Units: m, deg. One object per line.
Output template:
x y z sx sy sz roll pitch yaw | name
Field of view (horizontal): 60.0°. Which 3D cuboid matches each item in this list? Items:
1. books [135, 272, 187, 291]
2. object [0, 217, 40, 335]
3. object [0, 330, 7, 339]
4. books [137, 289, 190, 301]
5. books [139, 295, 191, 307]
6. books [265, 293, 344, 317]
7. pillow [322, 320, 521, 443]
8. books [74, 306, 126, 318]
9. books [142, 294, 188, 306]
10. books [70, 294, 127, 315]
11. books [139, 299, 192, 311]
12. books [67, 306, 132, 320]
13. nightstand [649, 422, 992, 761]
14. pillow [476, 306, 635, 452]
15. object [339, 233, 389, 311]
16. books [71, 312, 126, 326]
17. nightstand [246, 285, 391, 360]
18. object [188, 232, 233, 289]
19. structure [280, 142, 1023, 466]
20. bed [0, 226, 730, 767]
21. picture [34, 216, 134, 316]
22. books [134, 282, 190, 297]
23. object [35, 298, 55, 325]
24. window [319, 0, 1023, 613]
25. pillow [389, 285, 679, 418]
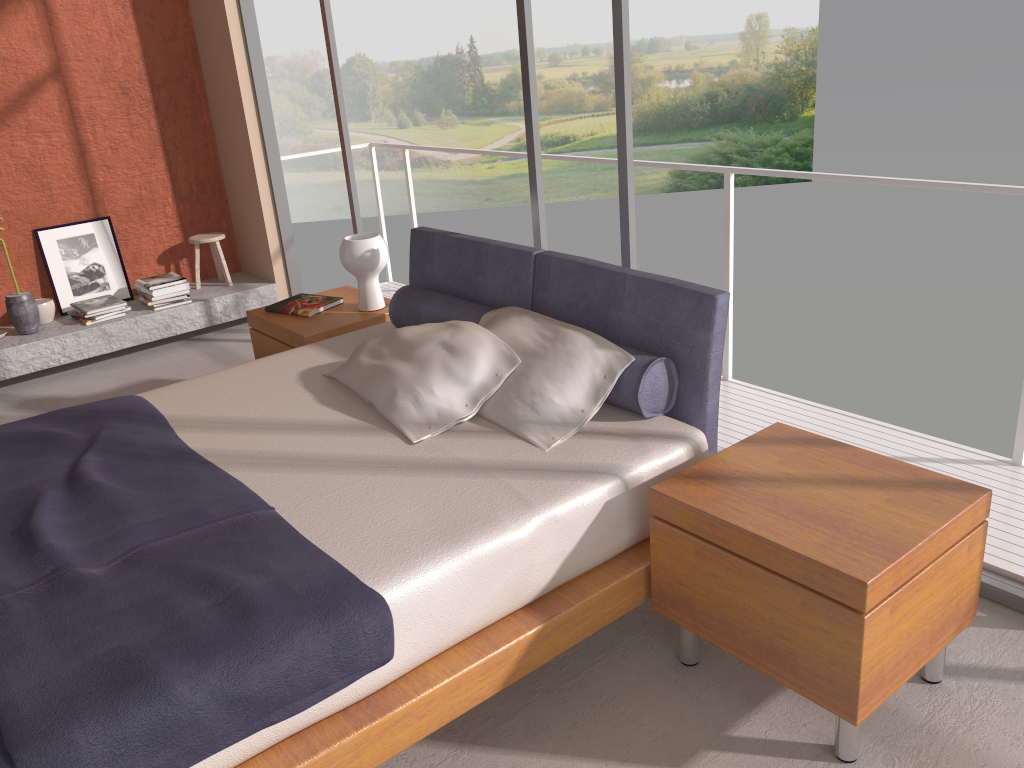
-2.271 -0.664 5.737 0.247 0.025 0.287 -20 26 -34 | books
-2.947 -0.683 5.209 0.165 0.810 0.165 -10 22 -13 | object
-3.090 -0.280 5.293 0.152 0.040 0.152 -6 21 -2 | object
-2.262 -0.603 5.756 0.247 0.027 0.328 -20 26 -33 | books
-2.262 -0.559 5.778 0.247 0.018 0.287 -20 26 -34 | books
-0.998 -0.381 4.269 0.287 0.025 0.247 9 25 31 | books
-0.346 -0.068 3.111 0.431 0.264 0.869 -17 24 -27 | pillow
-2.582 -0.478 5.555 0.247 0.025 0.287 -19 25 -32 | books
-2.251 -0.572 5.750 0.247 0.025 0.287 -15 24 -24 | books
-2.587 -0.498 5.551 0.247 0.018 0.328 -22 27 -37 | books
-2.257 -0.541 5.780 0.247 0.018 0.328 -20 26 -33 | books
-2.592 -0.460 5.573 0.328 0.018 0.247 11 26 35 | books
0.795 0.524 2.364 0.562 0.556 0.628 -20 26 -34 | nightstand
0.020 -0.045 2.944 0.400 0.265 0.791 -19 25 -32 | pillow
-0.671 -0.516 4.105 0.224 0.338 0.224 -15 23 -24 | object
-2.595 -0.433 5.567 0.247 0.025 0.287 -22 27 -37 | books
-0.856 -0.102 4.327 0.562 0.556 0.628 -20 26 -34 | nightstand
-2.037 -0.842 6.057 0.260 0.349 0.257 3 23 21 | object
1.173 -0.222 3.371 0.728 1.005 7.689 -20 26 -34 | structure
-0.789 0.300 2.759 2.462 0.959 2.017 -20 26 -34 | bed
-2.749 -0.764 5.717 0.458 0.550 0.117 -20 26 -34 | picture
-2.265 -0.633 5.744 0.247 0.038 0.319 -22 27 -36 | books
-2.937 -0.445 5.523 0.179 0.137 0.180 -14 23 -23 | object
0.903 -0.973 2.644 0.075 3.133 6.106 -20 26 -34 | window
0.006 -0.159 3.264 0.205 0.201 1.470 -20 26 -34 | pillow
